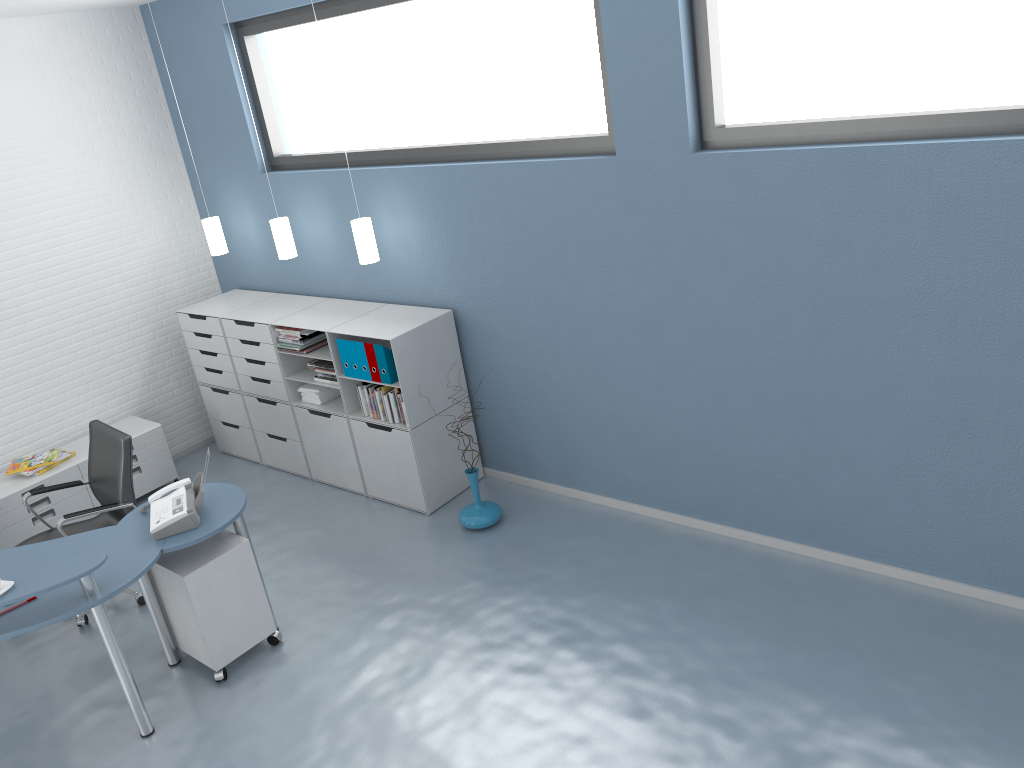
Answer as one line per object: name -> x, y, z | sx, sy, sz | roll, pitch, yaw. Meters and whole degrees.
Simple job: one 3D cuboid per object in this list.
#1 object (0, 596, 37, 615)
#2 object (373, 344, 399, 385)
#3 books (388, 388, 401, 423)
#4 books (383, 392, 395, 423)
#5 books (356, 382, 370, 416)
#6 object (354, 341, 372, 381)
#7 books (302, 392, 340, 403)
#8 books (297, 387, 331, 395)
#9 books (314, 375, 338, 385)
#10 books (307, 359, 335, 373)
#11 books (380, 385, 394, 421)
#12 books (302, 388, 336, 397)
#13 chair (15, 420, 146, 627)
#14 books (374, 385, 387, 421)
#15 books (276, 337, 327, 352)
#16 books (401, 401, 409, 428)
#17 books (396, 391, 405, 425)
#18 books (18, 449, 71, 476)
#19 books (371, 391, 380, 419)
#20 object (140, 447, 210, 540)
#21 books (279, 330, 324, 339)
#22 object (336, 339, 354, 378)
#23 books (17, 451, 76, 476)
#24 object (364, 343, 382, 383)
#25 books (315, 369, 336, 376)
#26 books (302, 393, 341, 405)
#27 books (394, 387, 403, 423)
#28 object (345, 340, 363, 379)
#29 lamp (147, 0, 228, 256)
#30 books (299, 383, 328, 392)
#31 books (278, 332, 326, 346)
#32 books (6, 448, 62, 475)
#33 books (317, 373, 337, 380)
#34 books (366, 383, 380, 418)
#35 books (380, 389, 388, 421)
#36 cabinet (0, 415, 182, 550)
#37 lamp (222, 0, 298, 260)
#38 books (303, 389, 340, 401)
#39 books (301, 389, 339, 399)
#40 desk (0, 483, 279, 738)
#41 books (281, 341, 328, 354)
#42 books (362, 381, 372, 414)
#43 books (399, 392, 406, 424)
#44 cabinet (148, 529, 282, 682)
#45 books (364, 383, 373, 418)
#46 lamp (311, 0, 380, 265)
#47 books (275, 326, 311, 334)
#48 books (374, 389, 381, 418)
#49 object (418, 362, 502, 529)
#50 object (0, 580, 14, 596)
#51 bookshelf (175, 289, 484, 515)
object -> -2.078, 0.933, 3.679 | 0.200, 0.010, 0.011 | -26, 27, -35
object -> -0.698, -0.148, 5.209 | 0.082, 0.247, 0.181 | 9, 28, 39
books -> -0.661, 0.111, 5.328 | 0.040, 0.203, 0.157 | 9, 28, 39
books -> -0.692, 0.119, 5.349 | 0.032, 0.184, 0.173 | 9, 28, 39
books -> -0.881, 0.076, 5.509 | 0.040, 0.203, 0.157 | 9, 28, 39
object -> -0.826, -0.169, 5.315 | 0.082, 0.247, 0.181 | 9, 28, 39
books -> -1.241, 0.056, 5.927 | 0.190, 0.015, 0.270 | 7, 27, 36
books -> -1.264, 0.003, 5.906 | 0.190, 0.015, 0.270 | 9, 28, 39
books -> -1.099, -0.053, 5.661 | 0.265, 0.034, 0.212 | 9, 28, 39
books -> -1.124, -0.140, 5.628 | 0.283, 0.041, 0.224 | 9, 28, 39
books -> -0.712, 0.083, 5.360 | 0.021, 0.247, 0.157 | 9, 28, 39
books -> -1.240, 0.013, 5.910 | 0.190, 0.015, 0.270 | 11, 29, 41
chair -> -2.385, 0.793, 4.945 | 0.584, 0.948, 0.652 | 12, 31, 44
books -> -0.749, 0.094, 5.392 | 0.038, 0.217, 0.166 | 9, 28, 39
books -> -1.364, -0.273, 5.764 | 0.240, 0.034, 0.234 | 9, 28, 39
books -> -0.571, 0.148, 5.252 | 0.032, 0.163, 0.178 | 9, 28, 39
books -> -0.612, 0.121, 5.290 | 0.022, 0.198, 0.157 | 9, 28, 39
books -> -3.096, 0.514, 5.837 | 0.210, 0.020, 0.300 | 6, 26, 34
books -> -0.789, 0.105, 5.441 | 0.021, 0.172, 0.157 | 9, 28, 39
object -> -1.600, 0.492, 4.206 | 0.399, 0.280, 0.405 | -16, 23, -16
books -> -1.340, -0.350, 5.733 | 0.298, 0.034, 0.187 | 9, 28, 39
object -> -0.954, -0.189, 5.420 | 0.082, 0.247, 0.181 | 9, 28, 39
books -> -3.082, 0.521, 5.869 | 0.210, 0.020, 0.300 | 1, 24, 25
object -> -0.762, -0.158, 5.262 | 0.082, 0.247, 0.181 | 9, 28, 39
books -> -1.098, -0.108, 5.641 | 0.251, 0.034, 0.197 | 9, 28, 39
books -> -1.239, 0.070, 5.933 | 0.190, 0.015, 0.270 | 9, 28, 39
books -> -0.630, 0.100, 5.307 | 0.032, 0.229, 0.138 | 9, 28, 39
object -> -0.890, -0.179, 5.367 | 0.082, 0.247, 0.181 | 9, 28, 39
lamp -> -2.217, -1.745, 5.982 | 0.120, 1.786, 0.120 | -9, 22, 2
books -> -1.253, -0.013, 5.900 | 0.190, 0.015, 0.270 | 6, 27, 35
books -> -1.354, -0.312, 5.750 | 0.265, 0.044, 0.212 | 9, 28, 39
books -> -3.129, 0.508, 5.810 | 0.300, 0.020, 0.210 | -14, 22, -12
books -> -1.088, -0.077, 5.638 | 0.224, 0.023, 0.212 | 9, 28, 39
books -> -0.812, 0.087, 5.452 | 0.032, 0.203, 0.157 | 9, 28, 39
books -> -0.723, 0.101, 5.381 | 0.017, 0.203, 0.155 | 9, 28, 39
cabinet -> -2.968, 0.708, 6.037 | 0.447, 0.484, 1.259 | 9, 28, 39
lamp -> -1.604, -1.648, 5.478 | 0.120, 1.786, 0.120 | -9, 22, 2
books -> -1.235, 0.042, 5.919 | 0.190, 0.015, 0.270 | 10, 29, 40
books -> -1.242, 0.030, 5.910 | 0.190, 0.015, 0.270 | 9, 28, 39
desk -> -2.432, 1.104, 4.254 | 2.282, 0.900, 1.402 | -3, 23, 17
books -> -1.343, -0.252, 5.775 | 0.265, 0.019, 0.209 | 9, 28, 39
books -> -0.850, 0.065, 5.488 | 0.032, 0.229, 0.138 | 9, 28, 39
books -> -0.592, 0.122, 5.272 | 0.032, 0.203, 0.157 | 9, 28, 39
cabinet -> -1.514, 1.051, 4.400 | 0.559, 0.605, 0.383 | 10, 29, 41
books -> -0.833, 0.086, 5.471 | 0.022, 0.198, 0.157 | 9, 28, 39
lamp -> -0.990, -1.550, 4.974 | 0.120, 1.786, 0.120 | -9, 22, 2
books -> -1.368, -0.375, 5.726 | 0.258, 0.024, 0.212 | 9, 28, 39
books -> -0.767, 0.096, 5.425 | 0.032, 0.193, 0.146 | 9, 28, 39
object -> -0.226, 0.376, 5.036 | 0.357, 0.972, 0.312 | -3, 23, 17
object -> -2.067, 0.827, 3.551 | 0.119, 0.016, 0.119 | -2, 23, 20
bookshelf -> -1.313, 0.035, 6.099 | 2.294, 1.141, 0.521 | 9, 28, 39
